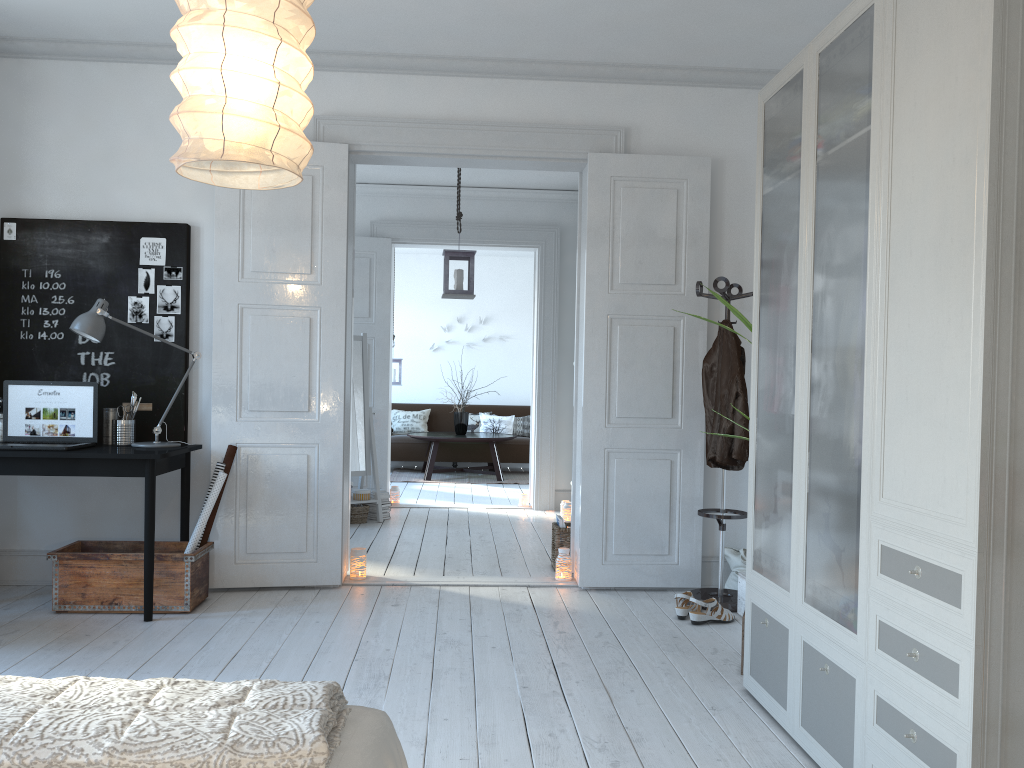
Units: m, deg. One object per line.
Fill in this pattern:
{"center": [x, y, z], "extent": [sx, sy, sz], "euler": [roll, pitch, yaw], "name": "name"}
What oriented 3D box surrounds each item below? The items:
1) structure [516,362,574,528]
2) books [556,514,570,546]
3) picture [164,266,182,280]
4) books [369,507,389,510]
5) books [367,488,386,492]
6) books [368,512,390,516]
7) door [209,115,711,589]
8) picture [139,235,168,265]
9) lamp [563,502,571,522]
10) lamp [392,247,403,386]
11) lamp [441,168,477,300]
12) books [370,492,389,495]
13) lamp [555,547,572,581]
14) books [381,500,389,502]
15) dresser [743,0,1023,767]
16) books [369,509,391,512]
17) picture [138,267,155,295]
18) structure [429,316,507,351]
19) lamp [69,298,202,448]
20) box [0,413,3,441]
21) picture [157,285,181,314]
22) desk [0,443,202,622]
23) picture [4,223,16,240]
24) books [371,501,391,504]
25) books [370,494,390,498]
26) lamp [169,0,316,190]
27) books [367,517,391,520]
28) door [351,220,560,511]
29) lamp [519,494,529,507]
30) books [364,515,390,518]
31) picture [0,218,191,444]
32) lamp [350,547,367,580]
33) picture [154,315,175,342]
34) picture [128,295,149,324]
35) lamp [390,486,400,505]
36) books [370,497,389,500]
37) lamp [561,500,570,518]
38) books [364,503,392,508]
{"center": [0.773, -0.204, 7.440], "extent": [0.800, 2.828, 1.248], "euler": [2, 1, 42], "name": "structure"}
{"center": [0.371, 0.949, 5.349], "extent": [0.201, 0.300, 0.179], "euler": [1, 1, -3], "name": "books"}
{"center": [-1.771, -0.581, 4.633], "extent": [0.095, 0.071, 0.001], "euler": [1, 1, -3], "name": "picture"}
{"center": [-1.100, 0.993, 7.150], "extent": [0.167, 0.022, 0.128], "euler": [1, 0, 31], "name": "books"}
{"center": [-1.096, 0.858, 7.155], "extent": [0.111, 0.014, 0.156], "euler": [1, 0, -24], "name": "books"}
{"center": [-1.092, 1.042, 7.149], "extent": [0.180, 0.016, 0.128], "euler": [1, 0, 42], "name": "books"}
{"center": [-0.259, -0.151, 4.901], "extent": [2.599, 2.506, 0.577], "euler": [1, 1, -3], "name": "door"}
{"center": [-1.871, -0.697, 4.624], "extent": [0.147, 0.154, 0.004], "euler": [1, 1, -3], "name": "picture"}
{"center": [0.457, 1.034, 7.138], "extent": [0.089, 0.166, 0.089], "euler": [1, 1, -2], "name": "lamp"}
{"center": [-1.394, -0.863, 10.465], "extent": [0.228, 1.762, 0.228], "euler": [1, 1, -7], "name": "lamp"}
{"center": [-0.360, -1.489, 6.218], "extent": [0.228, 1.762, 0.228], "euler": [1, 1, -7], "name": "lamp"}
{"center": [-1.087, 0.874, 7.143], "extent": [0.132, 0.017, 0.187], "euler": [1, 0, -30], "name": "books"}
{"center": [0.290, 1.013, 4.979], "extent": [0.093, 0.180, 0.093], "euler": [1, 1, -20], "name": "lamp"}
{"center": [-1.090, 0.933, 7.150], "extent": [0.128, 0.016, 0.176], "euler": [1, 0, -37], "name": "books"}
{"center": [1.212, 0.030, 2.537], "extent": [0.630, 2.163, 1.432], "euler": [1, 1, -3], "name": "dresser"}
{"center": [-1.091, 1.014, 7.147], "extent": [0.187, 0.017, 0.132], "euler": [1, 0, 34], "name": "books"}
{"center": [-1.907, -0.537, 4.625], "extent": [0.083, 0.146, 0.002], "euler": [1, 1, -3], "name": "picture"}
{"center": [-0.575, -0.662, 11.742], "extent": [1.025, 0.478, 0.085], "euler": [1, 1, -3], "name": "structure"}
{"center": [-1.843, -0.048, 4.364], "extent": [0.617, 0.716, 0.230], "euler": [1, 1, -33], "name": "lamp"}
{"center": [-2.586, 0.216, 4.374], "extent": [0.317, 0.152, 0.193], "euler": [1, 0, -3], "name": "box"}
{"center": [-1.793, -0.443, 4.633], "extent": [0.121, 0.153, 0.002], "euler": [1, 1, -3], "name": "picture"}
{"center": [-2.169, 0.680, 4.235], "extent": [1.159, 0.759, 0.651], "euler": [1, 1, -3], "name": "desk"}
{"center": [-2.594, -0.789, 4.580], "extent": [0.061, 0.088, 0.004], "euler": [1, 1, -7], "name": "picture"}
{"center": [-1.086, 0.950, 7.152], "extent": [0.178, 0.016, 0.128], "euler": [1, 0, 40], "name": "books"}
{"center": [-1.081, 0.895, 7.141], "extent": [0.128, 0.026, 0.200], "euler": [1, 0, -32], "name": "books"}
{"center": [-0.646, -1.117, 2.157], "extent": [0.338, 1.231, 0.340], "euler": [2, 1, 28], "name": "lamp"}
{"center": [-1.089, 1.076, 7.154], "extent": [0.178, 0.016, 0.128], "euler": [1, 0, 35], "name": "books"}
{"center": [-0.441, -0.149, 7.911], "extent": [2.599, 2.506, 0.577], "euler": [1, 1, -3], "name": "door"}
{"center": [0.107, 1.048, 7.978], "extent": [0.093, 0.110, 0.093], "euler": [1, 1, 14], "name": "lamp"}
{"center": [-1.093, 1.059, 7.152], "extent": [0.176, 0.016, 0.128], "euler": [1, 0, 38], "name": "books"}
{"center": [-2.184, -0.265, 4.643], "extent": [0.953, 1.172, 0.064], "euler": [1, 1, -3], "name": "picture"}
{"center": [-0.849, 0.993, 4.898], "extent": [0.089, 0.166, 0.089], "euler": [1, 1, -11], "name": "lamp"}
{"center": [-1.817, -0.291, 4.634], "extent": [0.103, 0.136, 0.001], "euler": [1, 1, -3], "name": "picture"}
{"center": [-1.948, -0.386, 4.624], "extent": [0.107, 0.150, 0.001], "euler": [1, 1, -3], "name": "picture"}
{"center": [-1.046, 0.995, 7.918], "extent": [0.089, 0.166, 0.089], "euler": [1, 1, -4], "name": "lamp"}
{"center": [-1.090, 0.916, 7.147], "extent": [0.128, 0.016, 0.180], "euler": [1, 0, -32], "name": "books"}
{"center": [0.444, 1.044, 7.369], "extent": [0.084, 0.146, 0.084], "euler": [1, 1, 1], "name": "lamp"}
{"center": [-1.086, 0.970, 7.144], "extent": [0.193, 0.022, 0.128], "euler": [1, 0, 29], "name": "books"}
